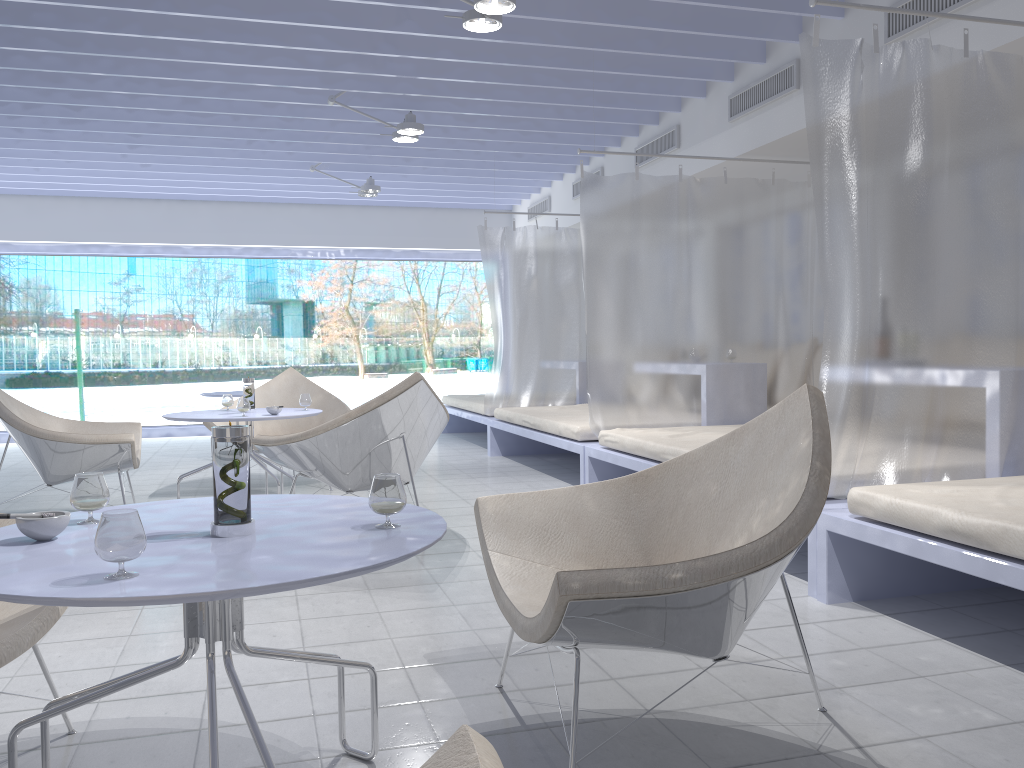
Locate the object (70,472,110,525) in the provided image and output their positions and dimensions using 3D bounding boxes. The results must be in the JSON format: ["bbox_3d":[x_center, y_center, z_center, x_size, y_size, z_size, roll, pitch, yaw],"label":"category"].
[{"bbox_3d":[-0.787,0.212,1.653,0.068,0.091,0.068,-2,2,-26],"label":"object"}]

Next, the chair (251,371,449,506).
[{"bbox_3d":[-0.654,0.318,4.199,0.753,0.759,0.906,1,3,44],"label":"chair"}]

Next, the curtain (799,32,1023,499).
[{"bbox_3d":[1.914,-0.407,3.181,2.050,1.552,0.151,-1,2,-16],"label":"curtain"}]

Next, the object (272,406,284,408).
[{"bbox_3d":[-1.201,0.118,4.534,0.098,0.016,0.012,1,3,40],"label":"object"}]

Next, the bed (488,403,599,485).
[{"bbox_3d":[1.072,0.381,6.408,2.016,0.427,2.200,-1,2,-16],"label":"bed"}]

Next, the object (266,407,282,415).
[{"bbox_3d":[-1.222,0.138,4.559,0.082,0.043,0.082,1,3,42],"label":"object"}]

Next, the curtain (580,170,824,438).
[{"bbox_3d":[1.353,-0.455,5.307,1.998,1.559,0.125,-1,2,-17],"label":"curtain"}]

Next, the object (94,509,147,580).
[{"bbox_3d":[-0.548,0.224,1.241,0.068,0.091,0.068,-2,2,-26],"label":"object"}]

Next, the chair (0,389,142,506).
[{"bbox_3d":[-2.329,0.328,4.568,0.753,0.759,0.906,-2,2,-20],"label":"chair"}]

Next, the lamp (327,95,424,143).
[{"bbox_3d":[-0.870,-1.698,5.641,0.587,0.218,0.380,-1,2,-16],"label":"lamp"}]

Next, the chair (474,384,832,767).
[{"bbox_3d":[0.357,0.385,1.968,0.753,0.759,0.906,-1,2,-12],"label":"chair"}]

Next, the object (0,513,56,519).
[{"bbox_3d":[-0.823,0.223,1.493,0.098,0.016,0.012,-1,2,-16],"label":"object"}]

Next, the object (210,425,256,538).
[{"bbox_3d":[-0.484,0.166,1.531,0.075,0.185,0.075,1,3,37],"label":"object"}]

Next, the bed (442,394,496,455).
[{"bbox_3d":[0.484,0.315,8.537,2.022,0.422,2.200,-1,2,-16],"label":"bed"}]

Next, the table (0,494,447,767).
[{"bbox_3d":[-0.523,0.525,1.555,0.825,0.534,0.823,-2,3,-39],"label":"table"}]

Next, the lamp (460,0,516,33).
[{"bbox_3d":[-0.300,-1.634,3.632,0.587,0.218,0.380,-1,2,-16],"label":"lamp"}]

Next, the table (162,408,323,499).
[{"bbox_3d":[-1.436,0.422,4.778,0.825,0.534,0.823,-2,2,-25],"label":"table"}]

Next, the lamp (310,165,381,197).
[{"bbox_3d":[-1.446,-1.764,7.669,0.587,0.218,0.380,-1,2,-16],"label":"lamp"}]

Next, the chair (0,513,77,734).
[{"bbox_3d":[-1.336,0.419,1.660,0.753,0.759,0.906,-1,2,2],"label":"chair"}]

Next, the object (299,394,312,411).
[{"bbox_3d":[-1.142,0.100,4.903,0.068,0.091,0.068,-2,2,-23],"label":"object"}]

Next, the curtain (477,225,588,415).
[{"bbox_3d":[0.709,-0.544,7.428,2.050,1.552,0.151,-1,2,-16],"label":"curtain"}]

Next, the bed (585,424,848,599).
[{"bbox_3d":[1.689,0.451,4.291,2.022,0.422,2.200,-1,2,-16],"label":"bed"}]

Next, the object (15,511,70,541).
[{"bbox_3d":[-0.791,0.242,1.498,0.082,0.043,0.082,-1,2,-14],"label":"object"}]

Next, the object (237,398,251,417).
[{"bbox_3d":[-1.355,0.118,4.477,0.068,0.091,0.068,0,2,13],"label":"object"}]

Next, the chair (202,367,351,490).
[{"bbox_3d":[-1.484,0.273,5.785,0.906,0.759,0.753,-1,2,-5],"label":"chair"}]

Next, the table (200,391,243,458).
[{"bbox_3d":[-2.162,0.337,7.402,0.825,0.534,0.823,0,2,31],"label":"table"}]

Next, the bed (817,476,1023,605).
[{"bbox_3d":[2.277,0.518,2.161,2.016,0.427,2.200,-1,2,-16],"label":"bed"}]

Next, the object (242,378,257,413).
[{"bbox_3d":[-1.422,0.059,4.795,0.075,0.189,0.075,-2,2,-24],"label":"object"}]

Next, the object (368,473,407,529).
[{"bbox_3d":[-0.221,0.207,1.575,0.068,0.091,0.068,-2,2,-26],"label":"object"}]

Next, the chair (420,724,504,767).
[{"bbox_3d":[-0.437,0.448,0.516,0.906,0.759,0.753,-1,2,-1],"label":"chair"}]

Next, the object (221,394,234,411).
[{"bbox_3d":[-1.601,0.103,4.992,0.068,0.091,0.068,-1,2,7],"label":"object"}]
